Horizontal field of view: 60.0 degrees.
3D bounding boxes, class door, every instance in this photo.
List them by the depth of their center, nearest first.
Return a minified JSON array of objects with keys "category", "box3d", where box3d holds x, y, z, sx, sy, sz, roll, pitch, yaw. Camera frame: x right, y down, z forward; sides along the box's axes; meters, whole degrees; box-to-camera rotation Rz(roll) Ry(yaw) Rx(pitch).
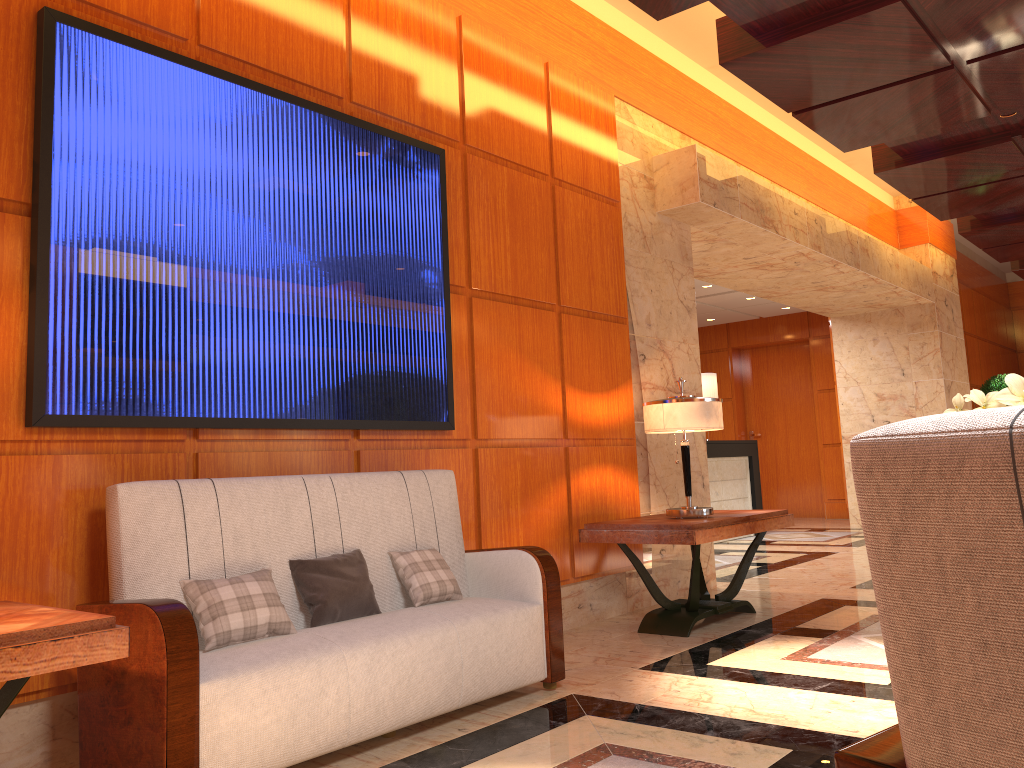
[{"category":"door","box3d":[4.150,0.707,13.678,1.282,2.711,0.340,-8,-10,39]}]

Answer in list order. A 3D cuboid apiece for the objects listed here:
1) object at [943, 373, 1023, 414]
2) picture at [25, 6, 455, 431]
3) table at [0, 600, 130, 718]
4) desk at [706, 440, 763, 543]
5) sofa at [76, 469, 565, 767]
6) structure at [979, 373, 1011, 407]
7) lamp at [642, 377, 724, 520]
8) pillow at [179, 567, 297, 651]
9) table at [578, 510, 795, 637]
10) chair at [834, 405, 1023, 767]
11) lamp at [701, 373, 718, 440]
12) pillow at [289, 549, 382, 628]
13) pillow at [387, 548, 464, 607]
[{"category":"object","box3d":[1.457,0.270,2.179,0.787,0.620,0.416,-4,-7,16]},{"category":"picture","box3d":[-0.971,-0.537,3.748,0.056,1.460,1.992,-9,-9,39]},{"category":"table","box3d":[-1.622,0.886,1.916,0.723,0.610,1.268,-8,-8,39]},{"category":"desk","box3d":[1.754,1.236,10.004,0.939,1.147,2.920,-8,-8,39]},{"category":"sofa","box3d":[-0.594,0.798,3.294,0.611,0.937,1.795,-8,-8,40]},{"category":"structure","box3d":[6.988,0.691,12.429,0.721,1.721,0.719,-5,-8,17]},{"category":"lamp","box3d":[0.999,0.362,5.107,0.458,0.814,0.457,4,-10,-41]},{"category":"pillow","box3d":[-0.916,0.751,2.974,0.194,0.228,0.343,-9,-9,44]},{"category":"table","box3d":[1.063,1.079,5.158,0.723,0.610,1.268,-8,-8,39]},{"category":"chair","box3d":[0.814,0.492,0.904,0.628,0.966,0.734,2,-8,-32]},{"category":"lamp","box3d":[2.323,0.294,10.763,0.372,0.824,0.371,1,-8,-26]},{"category":"pillow","box3d":[-0.662,0.765,3.327,0.159,0.254,0.357,-8,-8,36]},{"category":"pillow","box3d":[-0.350,0.797,3.647,0.201,0.231,0.273,-9,-9,41]}]
